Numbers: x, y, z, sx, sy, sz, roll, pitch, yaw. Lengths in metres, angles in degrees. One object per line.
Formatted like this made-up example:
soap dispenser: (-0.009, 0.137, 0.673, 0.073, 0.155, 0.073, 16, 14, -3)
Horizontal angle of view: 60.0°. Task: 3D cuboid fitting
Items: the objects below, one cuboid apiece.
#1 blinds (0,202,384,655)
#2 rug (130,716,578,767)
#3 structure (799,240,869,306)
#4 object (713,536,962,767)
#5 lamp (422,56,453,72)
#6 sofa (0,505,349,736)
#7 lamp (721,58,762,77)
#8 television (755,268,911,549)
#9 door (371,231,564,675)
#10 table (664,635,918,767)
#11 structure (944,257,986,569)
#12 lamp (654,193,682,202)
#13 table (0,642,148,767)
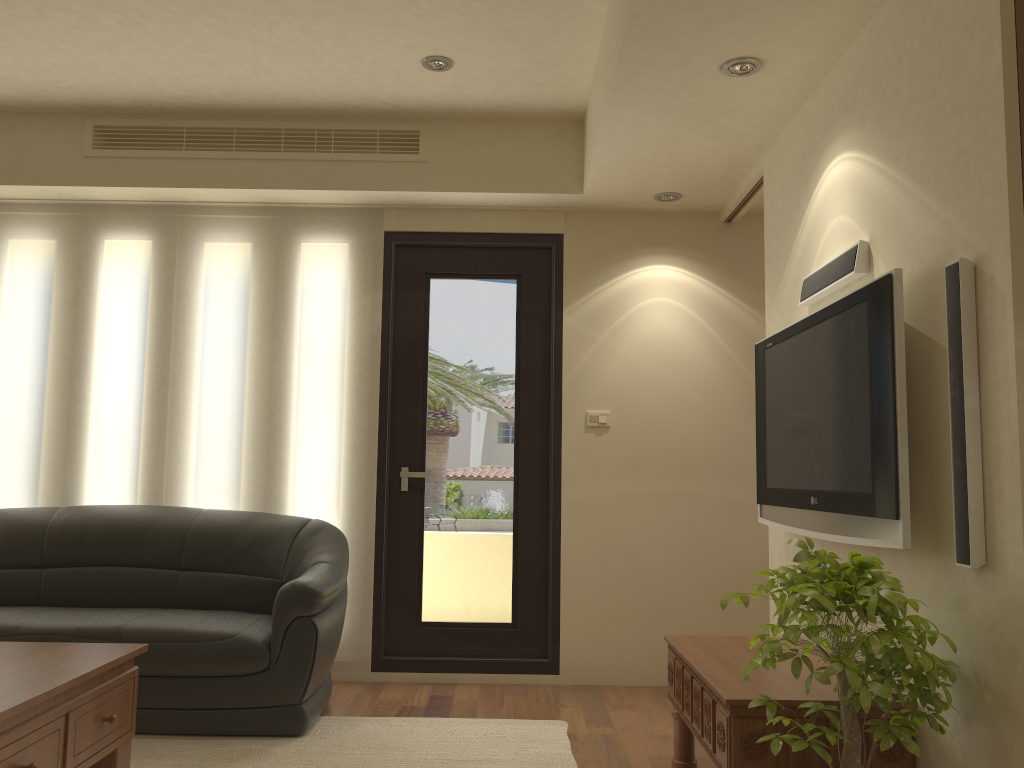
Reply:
blinds: (-2.154, 0.206, 4.863, 2.830, 2.453, 0.002, 1, -6, 0)
rug: (-1.539, 1.380, 2.820, 3.592, 0.011, 2.482, 1, -6, 0)
structure: (1.130, -0.384, 3.147, 0.048, 0.111, 0.559, 1, -6, 0)
object: (0.830, 0.871, 2.216, 0.528, 0.957, 0.565, -5, -8, 42)
lamp: (-0.344, -1.500, 4.105, 0.143, 0.059, 0.143, 0, -6, 6)
sofa: (-1.970, 1.046, 4.189, 2.337, 0.918, 0.944, 1, -6, 0)
lamp: (0.836, -1.170, 3.229, 0.143, 0.059, 0.143, 0, -6, 6)
television: (1.086, 0.141, 3.075, 0.110, 0.778, 1.377, 1, -6, 0)
door: (-0.232, 0.351, 4.911, 1.011, 2.420, 0.118, 1, -6, 0)
table: (0.863, 1.183, 2.959, 0.538, 0.493, 1.009, 1, -6, 0)
structure: (1.128, 0.068, 2.210, 0.036, 0.764, 0.079, 1, -6, 0)
lamp: (0.833, -1.015, 4.733, 0.143, 0.059, 0.143, 0, -6, 6)
table: (-1.904, 1.118, 2.670, 1.213, 0.482, 1.045, 1, -6, 0)
